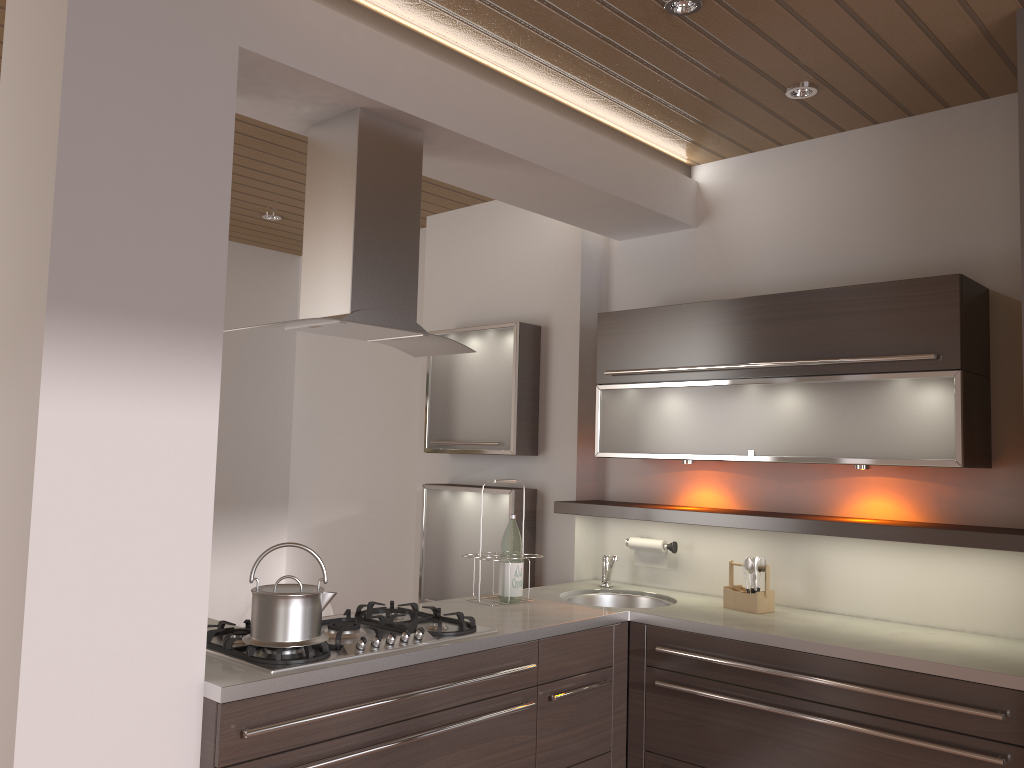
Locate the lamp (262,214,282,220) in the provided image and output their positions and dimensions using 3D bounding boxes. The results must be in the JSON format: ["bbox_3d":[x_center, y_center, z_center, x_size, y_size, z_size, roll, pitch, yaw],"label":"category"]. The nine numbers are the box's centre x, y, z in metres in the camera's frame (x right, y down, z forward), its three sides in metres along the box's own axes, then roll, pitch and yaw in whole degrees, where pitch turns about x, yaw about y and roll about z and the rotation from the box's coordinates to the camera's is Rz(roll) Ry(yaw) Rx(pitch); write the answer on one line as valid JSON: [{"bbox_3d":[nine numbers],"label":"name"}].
[{"bbox_3d":[-1.298,-0.925,4.796,0.102,0.055,0.102,4,-5,-30],"label":"lamp"}]

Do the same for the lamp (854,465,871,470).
[{"bbox_3d":[1.212,0.289,3.065,0.056,0.018,0.056,0,-5,14],"label":"lamp"}]

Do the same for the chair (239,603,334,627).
[{"bbox_3d":[-0.969,1.277,3.434,0.491,0.847,0.608,1,-5,13],"label":"chair"}]

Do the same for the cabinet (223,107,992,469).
[{"bbox_3d":[0.382,-0.287,2.750,2.058,1.032,1.399,6,-6,-43],"label":"cabinet"}]

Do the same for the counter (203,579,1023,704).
[{"bbox_3d":[0.326,0.776,2.555,1.850,0.036,2.150,-3,-6,42],"label":"counter"}]

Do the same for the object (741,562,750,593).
[{"bbox_3d":[0.859,0.737,3.236,0.044,0.178,0.019,0,-5,18],"label":"object"}]

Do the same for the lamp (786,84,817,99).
[{"bbox_3d":[0.976,-1.007,2.990,0.102,0.055,0.102,3,-5,-19],"label":"lamp"}]

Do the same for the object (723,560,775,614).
[{"bbox_3d":[0.875,0.746,3.277,0.100,0.170,0.173,5,-6,-36],"label":"object"}]

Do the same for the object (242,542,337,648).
[{"bbox_3d":[-0.589,0.543,2.333,0.221,0.251,0.221,-2,-6,35],"label":"object"}]

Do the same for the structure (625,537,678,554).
[{"bbox_3d":[0.596,0.674,3.721,0.237,0.049,0.087,-3,-6,43],"label":"structure"}]

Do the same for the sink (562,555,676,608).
[{"bbox_3d":[0.399,0.853,3.475,0.450,0.347,0.494,6,-6,-41],"label":"sink"}]

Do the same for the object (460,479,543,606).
[{"bbox_3d":[-0.036,0.585,3.338,0.291,0.453,0.210,6,-6,-42],"label":"object"}]

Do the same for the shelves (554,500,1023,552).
[{"bbox_3d":[0.965,0.505,3.266,1.850,0.050,0.313,-3,-6,42],"label":"shelves"}]

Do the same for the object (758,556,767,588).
[{"bbox_3d":[0.904,0.726,3.239,0.042,0.192,0.040,2,-5,1],"label":"object"}]

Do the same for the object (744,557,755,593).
[{"bbox_3d":[0.865,0.723,3.209,0.042,0.192,0.040,2,-5,-1],"label":"object"}]

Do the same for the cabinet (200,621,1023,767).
[{"bbox_3d":[0.313,1.227,2.519,1.850,0.870,2.150,-3,-6,42],"label":"cabinet"}]

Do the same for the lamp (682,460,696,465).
[{"bbox_3d":[0.704,0.312,3.531,0.056,0.018,0.056,0,-5,14],"label":"lamp"}]

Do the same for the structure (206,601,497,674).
[{"bbox_3d":[-0.493,0.716,2.600,0.494,0.047,0.797,-3,-6,42],"label":"structure"}]

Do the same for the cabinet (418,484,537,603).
[{"bbox_3d":[-0.179,0.780,4.150,0.598,0.600,0.194,-3,-6,42],"label":"cabinet"}]

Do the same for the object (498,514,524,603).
[{"bbox_3d":[-0.002,0.646,3.294,0.091,0.319,0.091,3,-5,-12],"label":"object"}]

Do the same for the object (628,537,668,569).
[{"bbox_3d":[0.568,0.707,3.710,0.165,0.119,0.053,-3,-6,42],"label":"object"}]

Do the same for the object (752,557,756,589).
[{"bbox_3d":[0.879,0.727,3.221,0.018,0.196,0.023,-3,-6,44],"label":"object"}]

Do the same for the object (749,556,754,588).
[{"bbox_3d":[0.877,0.729,3.243,0.022,0.196,0.018,-3,-6,44],"label":"object"}]

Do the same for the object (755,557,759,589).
[{"bbox_3d":[0.888,0.729,3.241,0.020,0.196,0.017,4,-5,-24],"label":"object"}]

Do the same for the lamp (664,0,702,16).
[{"bbox_3d":[0.472,-1.066,2.444,0.102,0.055,0.102,0,-5,14],"label":"lamp"}]

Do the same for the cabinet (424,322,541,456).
[{"bbox_3d":[-0.184,0.028,4.154,0.619,0.600,0.172,-1,-5,28],"label":"cabinet"}]

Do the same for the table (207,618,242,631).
[{"bbox_3d":[-1.231,1.280,3.016,1.100,0.758,0.800,-3,-6,42],"label":"table"}]
